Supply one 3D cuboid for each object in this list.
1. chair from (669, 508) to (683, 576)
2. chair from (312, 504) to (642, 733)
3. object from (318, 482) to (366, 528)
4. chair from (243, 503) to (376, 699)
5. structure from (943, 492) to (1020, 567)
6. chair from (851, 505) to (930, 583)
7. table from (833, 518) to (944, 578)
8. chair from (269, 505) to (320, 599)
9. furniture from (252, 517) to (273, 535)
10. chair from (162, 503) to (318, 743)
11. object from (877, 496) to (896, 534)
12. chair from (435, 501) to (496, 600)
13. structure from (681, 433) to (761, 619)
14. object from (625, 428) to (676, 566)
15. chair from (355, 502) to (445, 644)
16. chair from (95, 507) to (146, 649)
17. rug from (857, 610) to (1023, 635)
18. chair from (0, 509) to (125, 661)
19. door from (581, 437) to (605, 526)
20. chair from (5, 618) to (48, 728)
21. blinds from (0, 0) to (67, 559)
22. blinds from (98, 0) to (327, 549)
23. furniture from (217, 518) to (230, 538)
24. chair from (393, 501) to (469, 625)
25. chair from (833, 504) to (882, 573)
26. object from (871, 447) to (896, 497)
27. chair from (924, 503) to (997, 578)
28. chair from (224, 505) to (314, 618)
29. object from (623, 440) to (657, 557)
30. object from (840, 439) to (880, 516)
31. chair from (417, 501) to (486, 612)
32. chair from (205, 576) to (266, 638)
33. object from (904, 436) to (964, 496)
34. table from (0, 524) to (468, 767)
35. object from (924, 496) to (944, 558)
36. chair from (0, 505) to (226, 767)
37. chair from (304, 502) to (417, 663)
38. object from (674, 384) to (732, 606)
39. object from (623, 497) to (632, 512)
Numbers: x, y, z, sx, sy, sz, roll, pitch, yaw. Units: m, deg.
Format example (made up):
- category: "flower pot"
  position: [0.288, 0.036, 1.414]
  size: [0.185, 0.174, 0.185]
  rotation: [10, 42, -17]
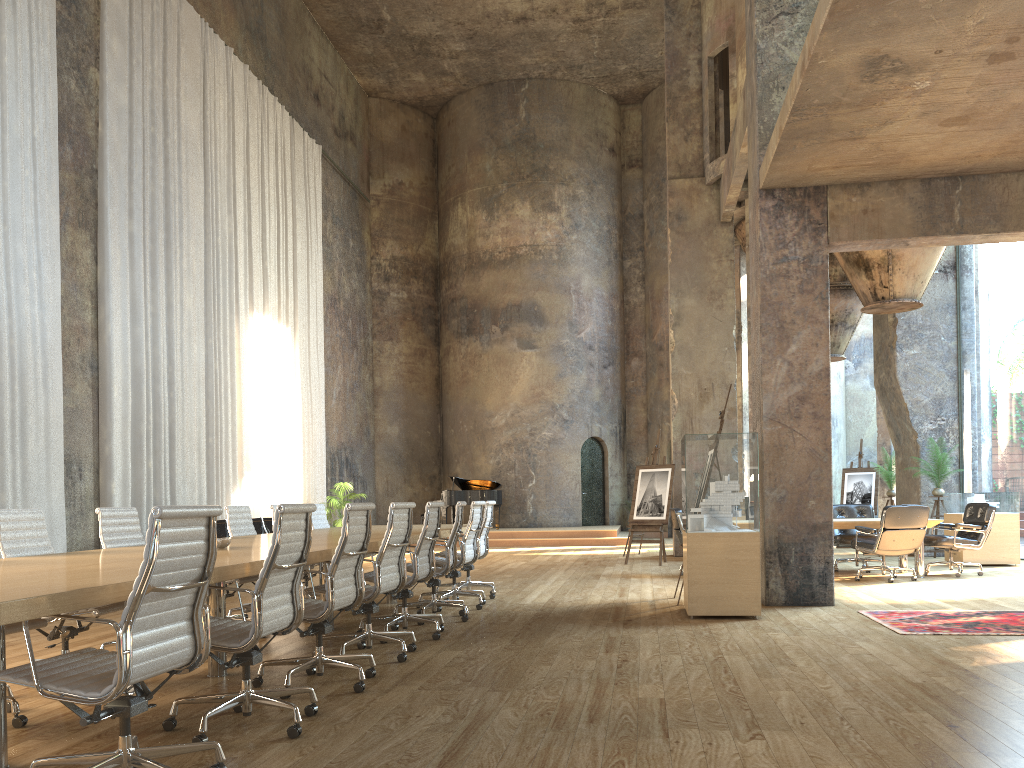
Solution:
- category: "chair"
  position: [2.457, 2.036, 11.342]
  size: [0.821, 0.890, 0.733]
  rotation: [-1, -3, 5]
- category: "chair"
  position: [0.957, 1.698, 9.040]
  size: [12.956, 1.027, 31.696]
  rotation: [-2, -8, 8]
- category: "object"
  position: [-3.420, 2.709, 17.693]
  size: [1.091, 1.452, 1.134]
  rotation: [-1, -3, -1]
- category: "chair"
  position: [-1.113, 1.180, 4.914]
  size: [0.699, 1.022, 0.667]
  rotation: [-2, -2, 14]
- category: "structure"
  position: [6.592, 2.034, 12.361]
  size: [0.735, 1.011, 0.746]
  rotation: [-1, -3, 8]
- category: "chair"
  position: [4.394, 1.867, 10.342]
  size: [0.729, 0.889, 0.826]
  rotation: [0, -4, -18]
- category: "table"
  position: [3.994, 2.070, 11.101]
  size: [2.411, 0.698, 1.111]
  rotation: [-2, -5, 8]
- category: "chair"
  position: [-1.983, 1.684, 8.583]
  size: [0.699, 1.022, 0.668]
  rotation: [-2, -2, 12]
- category: "furniture"
  position: [-3.583, 2.544, 14.151]
  size: [0.708, 0.837, 1.883]
  rotation: [-2, -6, 8]
- category: "chair"
  position: [-1.247, 1.062, 4.005]
  size: [0.699, 1.022, 0.668]
  rotation: [-2, -2, 12]
- category: "object"
  position: [6.896, 2.518, 15.879]
  size: [0.658, 0.969, 0.573]
  rotation: [-1, -2, 3]
- category: "chair"
  position: [-0.495, 1.753, 9.306]
  size: [0.699, 1.022, 0.667]
  rotation: [-2, -2, 14]
- category: "structure"
  position: [1.804, 1.231, 7.657]
  size: [0.594, 1.543, 0.745]
  rotation: [-1, -1, 8]
- category: "object"
  position: [2.204, 1.747, 13.635]
  size: [0.703, 2.141, 0.684]
  rotation: [-2, -1, 40]
- category: "chair"
  position: [-0.850, 1.410, 6.675]
  size: [0.699, 1.022, 0.667]
  rotation: [-2, -2, 14]
- category: "chair"
  position: [-2.380, 1.336, 5.913]
  size: [0.699, 1.022, 0.667]
  rotation: [-2, -2, 14]
- category: "rug"
  position: [4.112, 1.839, 6.802]
  size: [2.463, 0.009, 1.354]
  rotation: [-2, -8, 9]
- category: "chair"
  position: [-2.507, 1.216, 4.989]
  size: [0.699, 1.022, 0.668]
  rotation: [-1, -2, 8]
- category: "door"
  position: [2.038, 2.502, 22.573]
  size: [0.902, 2.290, 0.091]
  rotation: [0, 0, -33]
- category: "chair"
  position: [-2.634, 1.105, 4.142]
  size: [0.700, 1.022, 0.667]
  rotation: [-2, -2, 17]
- category: "blinds"
  position: [-5.875, -2.398, 6.492]
  size: [0.275, 8.615, 7.865]
  rotation: [-1, -3, 9]
- category: "blinds"
  position: [-4.596, -1.284, 15.046]
  size: [0.275, 8.615, 7.865]
  rotation: [-1, -3, 9]
- category: "furniture"
  position: [-3.936, 2.236, 11.788]
  size: [0.708, 0.837, 1.883]
  rotation: [-2, -6, 8]
- category: "chair"
  position: [-0.706, 1.529, 7.597]
  size: [0.699, 1.022, 0.668]
  rotation: [-1, -2, 8]
- category: "chair"
  position: [4.611, 2.054, 11.777]
  size: [0.730, 0.889, 0.825]
  rotation: [-2, -3, 9]
- category: "object"
  position: [6.827, 1.576, 15.911]
  size: [0.689, 0.937, 0.862]
  rotation: [-2, -4, 29]
- category: "chair"
  position: [5.465, 1.919, 10.877]
  size: [0.821, 0.890, 0.733]
  rotation: [-1, -3, 3]
- category: "chair"
  position: [-2.117, 1.566, 7.674]
  size: [0.699, 1.022, 0.667]
  rotation: [-2, -2, 14]
- category: "object"
  position: [2.379, 1.994, 15.520]
  size: [0.686, 2.141, 0.701]
  rotation: [-1, -1, 34]
- category: "object"
  position: [6.760, 2.119, 17.062]
  size: [0.703, 2.141, 0.684]
  rotation: [-2, -1, 37]
- category: "chair"
  position: [-0.588, 1.640, 8.445]
  size: [0.700, 1.022, 0.667]
  rotation: [-2, -2, 17]
- category: "chair"
  position: [-2.247, 1.450, 6.784]
  size: [0.700, 1.022, 0.667]
  rotation: [-2, -2, 17]
- category: "object"
  position: [6.443, 1.259, 13.480]
  size: [0.859, 0.937, 0.691]
  rotation: [-2, -3, 11]
- category: "table"
  position: [-1.639, 1.514, 6.368]
  size: [1.601, 0.755, 7.761]
  rotation: [-2, -8, 8]
- category: "object"
  position: [6.602, 2.191, 13.381]
  size: [0.572, 0.969, 0.659]
  rotation: [-3, -3, 45]
- category: "chair"
  position: [-1.389, 0.940, 3.067]
  size: [0.699, 1.022, 0.667]
  rotation: [-2, -2, 14]
- category: "chair"
  position: [-0.983, 1.296, 5.804]
  size: [0.700, 1.022, 0.667]
  rotation: [-2, -2, 17]
- category: "object"
  position: [1.911, 1.075, 8.542]
  size: [0.685, 2.141, 0.702]
  rotation: [-1, -1, 7]
- category: "object"
  position: [3.279, 3.337, 22.811]
  size: [0.913, 0.988, 0.911]
  rotation: [-2, -4, 20]
